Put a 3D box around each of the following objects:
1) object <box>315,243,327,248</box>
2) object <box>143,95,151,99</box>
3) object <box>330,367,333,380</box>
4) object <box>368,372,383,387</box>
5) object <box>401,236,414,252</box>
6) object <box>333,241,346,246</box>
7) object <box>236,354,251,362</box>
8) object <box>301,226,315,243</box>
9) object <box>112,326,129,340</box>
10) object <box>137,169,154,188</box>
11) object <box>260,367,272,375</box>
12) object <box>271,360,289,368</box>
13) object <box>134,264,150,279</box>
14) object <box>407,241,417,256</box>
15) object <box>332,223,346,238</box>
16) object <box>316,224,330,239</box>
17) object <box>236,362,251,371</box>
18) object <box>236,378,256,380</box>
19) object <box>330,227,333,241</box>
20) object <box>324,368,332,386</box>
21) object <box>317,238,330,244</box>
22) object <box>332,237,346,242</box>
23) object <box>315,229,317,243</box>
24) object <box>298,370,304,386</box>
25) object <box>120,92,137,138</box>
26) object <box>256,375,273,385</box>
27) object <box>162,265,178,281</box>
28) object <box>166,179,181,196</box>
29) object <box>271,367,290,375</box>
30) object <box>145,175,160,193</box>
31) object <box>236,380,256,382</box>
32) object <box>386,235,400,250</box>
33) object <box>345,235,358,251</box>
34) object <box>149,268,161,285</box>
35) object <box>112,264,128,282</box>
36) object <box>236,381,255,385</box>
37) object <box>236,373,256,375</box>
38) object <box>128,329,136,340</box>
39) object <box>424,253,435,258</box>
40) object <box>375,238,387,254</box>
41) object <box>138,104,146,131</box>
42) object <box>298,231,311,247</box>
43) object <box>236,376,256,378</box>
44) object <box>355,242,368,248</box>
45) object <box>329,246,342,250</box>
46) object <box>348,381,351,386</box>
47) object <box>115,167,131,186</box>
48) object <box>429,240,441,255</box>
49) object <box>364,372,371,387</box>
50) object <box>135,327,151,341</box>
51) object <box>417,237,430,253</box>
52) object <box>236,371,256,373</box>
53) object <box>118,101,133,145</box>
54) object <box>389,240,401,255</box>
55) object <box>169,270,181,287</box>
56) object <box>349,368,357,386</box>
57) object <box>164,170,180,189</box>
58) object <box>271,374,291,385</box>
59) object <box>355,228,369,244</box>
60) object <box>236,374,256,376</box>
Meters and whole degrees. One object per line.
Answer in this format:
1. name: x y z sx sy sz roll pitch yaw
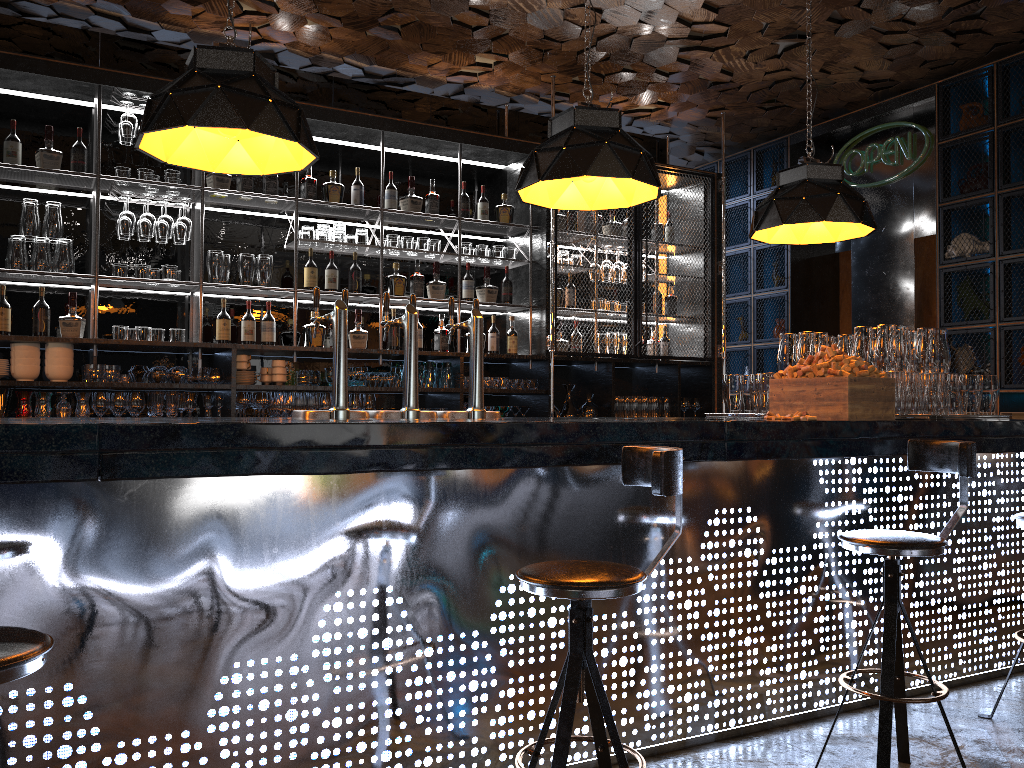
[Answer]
1. object: -1.262 -0.953 5.870 0.089 0.092 0.089 0 -2 -3
2. object: -2.129 -1.560 5.206 0.092 0.244 0.092 0 -2 22
3. object: -1.131 -0.044 5.749 0.100 0.125 0.100 0 -2 19
4. object: -0.880 -0.029 5.720 0.098 0.097 0.098 -1 -2 41
5. object: -0.709 -0.947 6.015 0.089 0.092 0.089 0 -2 25
6. object: -1.132 -0.954 5.805 0.089 0.092 0.089 2 -2 -39
7. object: -1.640 -0.145 5.397 0.094 0.069 0.106 1 -2 -23
8. object: -1.306 -0.959 5.673 0.089 0.092 0.089 0 -2 -3
9. object: -2.267 -0.287 5.135 0.089 0.092 0.089 -1 -2 33
10. object: -2.171 -1.219 5.252 0.089 0.092 0.089 -1 -2 30
11. object: -1.524 -0.068 5.547 0.105 0.069 0.094 -1 -2 38
12. object: -1.438 -0.114 5.484 0.094 0.068 0.106 1 -2 -29
13. object: -2.176 -0.651 5.218 0.089 0.092 0.089 -1 -2 40
14. object: -0.693 -0.943 6.160 0.089 0.092 0.089 1 -2 -29
15. object: -1.132 -1.003 5.806 0.089 0.092 0.089 1 -2 -33
16. object: -1.215 -0.977 5.716 0.089 0.092 0.089 0 -2 13
17. object: -1.632 -0.100 5.401 0.107 0.070 0.094 0 -2 2
18. object: -1.634 -0.025 5.400 0.149 0.023 0.149 2 -2 -44
19. object: -1.182 -0.999 5.943 0.089 0.092 0.089 0 -2 -3
20. object: -1.190 -0.041 5.851 0.100 0.125 0.100 1 -2 -15
21. object: -1.215 -0.957 5.716 0.089 0.092 0.089 -1 -2 33
22. object: -1.132 -0.976 5.805 0.089 0.092 0.089 2 -2 -39
23. object: -1.262 -0.973 5.870 0.089 0.092 0.089 0 -2 -3
24. object: -1.306 -0.036 5.551 0.058 0.099 0.067 -1 -2 31
25. object: -2.226 -1.561 5.154 0.092 0.244 0.092 0 -2 22
26. object: -1.531 -0.023 5.545 0.094 0.067 0.106 0 -2 24
27. object: -2.021 -0.650 5.233 0.089 0.092 0.089 2 -2 -44
28. object: -2.082 -1.213 5.453 0.089 0.092 0.089 -1 -2 30
29. object: -1.441 -0.069 5.493 0.094 0.069 0.106 0 -2 13
30. object: -2.187 -1.215 5.383 0.089 0.092 0.089 1 -2 -18
31. object: -1.634 -0.014 5.400 0.149 0.023 0.149 -1 -2 30
32. object: -0.799 -0.949 5.952 0.089 0.092 0.089 -1 -2 33
33. object: -1.079 -0.950 5.959 0.089 0.092 0.089 2 -2 -39
34. object: -2.168 -0.647 5.350 0.089 0.092 0.089 0 -2 3
35. object: -2.298 -0.652 5.201 0.089 0.092 0.089 -1 -2 40
36. object: -1.635 -0.003 5.400 0.149 0.022 0.149 -1 -2 30
37. object: -1.635 -0.057 5.400 0.149 0.025 0.149 0 -2 24
38. object: -2.280 -0.282 5.321 0.089 0.092 0.089 -1 -2 33
39. object: -0.580 -0.939 6.255 0.089 0.092 0.089 -1 -2 36
40. object: -0.898 -0.946 6.084 0.089 0.092 0.089 0 -2 13
41. object: -2.208 -1.556 5.351 0.092 0.244 0.092 0 -2 22
42. object: -1.364 -0.955 5.828 0.089 0.092 0.089 -1 -2 33
43. object: -1.635 -0.037 5.400 0.149 0.024 0.149 1 -2 -29
44. object: -0.991 -0.952 5.848 0.089 0.092 0.089 0 -2 -3
45. object: -1.182 -0.951 5.941 0.089 0.092 0.089 0 -2 -3
46. object: -1.091 -0.040 5.905 0.108 0.126 0.108 -1 -2 33
47. object: -2.289 -1.220 5.214 0.089 0.092 0.089 -1 -2 30
48. object: -0.535 -0.943 6.121 0.089 0.092 0.089 0 -2 16
49. object: -0.927 -0.027 5.810 0.098 0.097 0.098 0 -2 9
50. object: -2.155 -0.285 5.180 0.089 0.092 0.089 0 -2 25
51. object: -0.605 -0.945 6.044 0.089 0.092 0.089 0 -2 25
52. object: -1.636 -0.068 5.400 0.149 0.026 0.148 1 -2 -22
53. object: -2.305 -1.558 5.298 0.092 0.244 0.092 0 -2 22
54. object: -0.813 -0.944 6.138 0.089 0.092 0.089 0 -2 11
55. object: -2.067 -0.645 5.414 0.089 0.092 0.089 2 -2 -44
56. object: -1.031 -0.042 5.798 0.108 0.126 0.108 1 -2 -34
57. object: -2.021 -1.217 5.277 0.089 0.092 0.089 -1 -2 30
58. object: -1.438 -0.024 5.490 0.106 0.067 0.094 2 -2 -40
59. object: -0.991 -0.972 5.849 0.089 0.092 0.089 2 -2 -38
60. object: -1.633 -0.047 5.401 0.149 0.026 0.148 1 -2 -22
